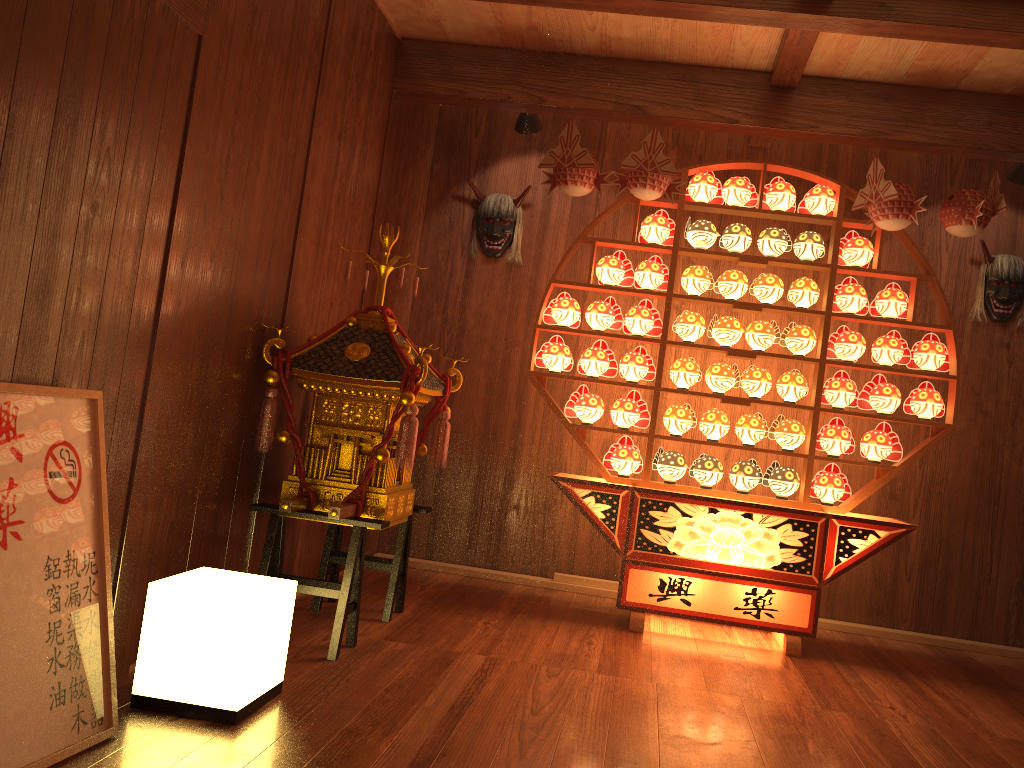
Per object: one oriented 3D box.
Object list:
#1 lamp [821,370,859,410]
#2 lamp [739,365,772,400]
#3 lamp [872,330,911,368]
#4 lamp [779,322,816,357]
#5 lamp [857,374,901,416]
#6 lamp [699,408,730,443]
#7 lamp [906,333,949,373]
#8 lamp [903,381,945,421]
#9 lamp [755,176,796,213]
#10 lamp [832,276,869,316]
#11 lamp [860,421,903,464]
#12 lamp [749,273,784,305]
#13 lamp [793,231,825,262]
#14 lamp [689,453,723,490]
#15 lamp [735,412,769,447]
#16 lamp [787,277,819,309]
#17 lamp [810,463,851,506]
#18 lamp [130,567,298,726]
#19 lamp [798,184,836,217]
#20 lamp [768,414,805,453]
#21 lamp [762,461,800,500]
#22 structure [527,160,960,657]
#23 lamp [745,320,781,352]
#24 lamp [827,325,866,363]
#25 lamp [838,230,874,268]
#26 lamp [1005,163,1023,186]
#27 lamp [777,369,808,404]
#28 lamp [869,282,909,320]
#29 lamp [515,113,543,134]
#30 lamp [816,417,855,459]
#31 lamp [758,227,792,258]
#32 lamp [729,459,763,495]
[{"bbox_3d":[1.514,0.024,4.072,0.186,0.195,0.160,7,-3,17],"label":"lamp"},{"bbox_3d":[1.140,-0.010,4.106,0.141,0.167,0.155,8,-3,-7],"label":"lamp"},{"bbox_3d":[1.728,-0.168,4.069,0.175,0.191,0.162,6,-3,37],"label":"lamp"},{"bbox_3d":[1.347,-0.208,4.103,0.143,0.173,0.153,9,-3,-23],"label":"lamp"},{"bbox_3d":[1.718,0.048,4.054,0.202,0.200,0.155,8,-3,-8],"label":"lamp"},{"bbox_3d":[0.943,0.190,4.110,0.138,0.161,0.158,7,-2,8],"label":"lamp"},{"bbox_3d":[1.915,-0.148,4.050,0.195,0.200,0.161,7,-3,22],"label":"lamp"},{"bbox_3d":[1.895,0.075,4.037,0.179,0.192,0.160,7,-3,17],"label":"lamp"},{"bbox_3d":[1.267,-0.898,4.148,0.201,0.200,0.156,8,-3,-3],"label":"lamp"},{"bbox_3d":[1.576,-0.414,4.093,0.199,0.200,0.158,7,-3,7],"label":"lamp"},{"bbox_3d":[1.666,0.264,4.047,0.193,0.200,0.162,5,-3,42],"label":"lamp"},{"bbox_3d":[1.202,-0.446,4.128,0.141,0.167,0.154,8,-3,-12],"label":"lamp"},{"bbox_3d":[1.384,-0.647,4.124,0.136,0.173,0.160,7,-3,22],"label":"lamp"},{"bbox_3d":[0.913,0.407,4.101,0.141,0.161,0.154,8,-3,-13],"label":"lamp"},{"bbox_3d":[1.102,0.208,4.099,0.134,0.167,0.162,6,-3,37],"label":"lamp"},{"bbox_3d":[1.359,-0.428,4.112,0.138,0.173,0.159,7,-3,12],"label":"lamp"},{"bbox_3d":[1.456,0.459,4.055,0.190,0.198,0.161,7,-3,22],"label":"lamp"},{"bbox_3d":[-0.785,0.687,2.363,0.278,0.315,0.282,7,-3,7],"label":"lamp"},{"bbox_3d":[1.443,-0.869,4.131,0.187,0.188,0.159,7,-3,12],"label":"lamp"},{"bbox_3d":[1.289,0.229,4.081,0.143,0.173,0.152,9,-3,-28],"label":"lamp"},{"bbox_3d":[1.260,0.446,4.073,0.143,0.173,0.152,9,-3,-28],"label":"lamp"},{"bbox_3d":[1.043,0.050,4.113,1.948,2.196,0.493,7,-3,5],"label":"structure"},{"bbox_3d":[1.154,-0.230,4.129,0.161,0.167,0.135,9,-3,-28],"label":"lamp"},{"bbox_3d":[1.567,-0.186,4.082,0.192,0.187,0.154,8,-3,-13],"label":"lamp"},{"bbox_3d":[1.612,-0.631,4.104,0.202,0.200,0.155,8,-3,-8],"label":"lamp"},{"bbox_3d":[2.385,-1.011,4.136,0.132,0.177,0.179,6,-3,27],"label":"lamp"},{"bbox_3d":[1.295,0.007,4.092,0.136,0.173,0.160,7,-3,22],"label":"lamp"},{"bbox_3d":[1.750,-0.389,4.078,0.185,0.195,0.161,7,-3,22],"label":"lamp"},{"bbox_3d":[0.091,-1.308,4.344,0.137,0.176,0.173,8,-2,-7],"label":"lamp"},{"bbox_3d":[1.488,0.244,4.061,0.182,0.194,0.160,7,-3,17],"label":"lamp"},{"bbox_3d":[1.217,-0.666,4.144,0.162,0.167,0.134,10,-3,-43],"label":"lamp"},{"bbox_3d":[1.073,0.425,4.089,0.134,0.167,0.162,6,-3,37],"label":"lamp"}]
